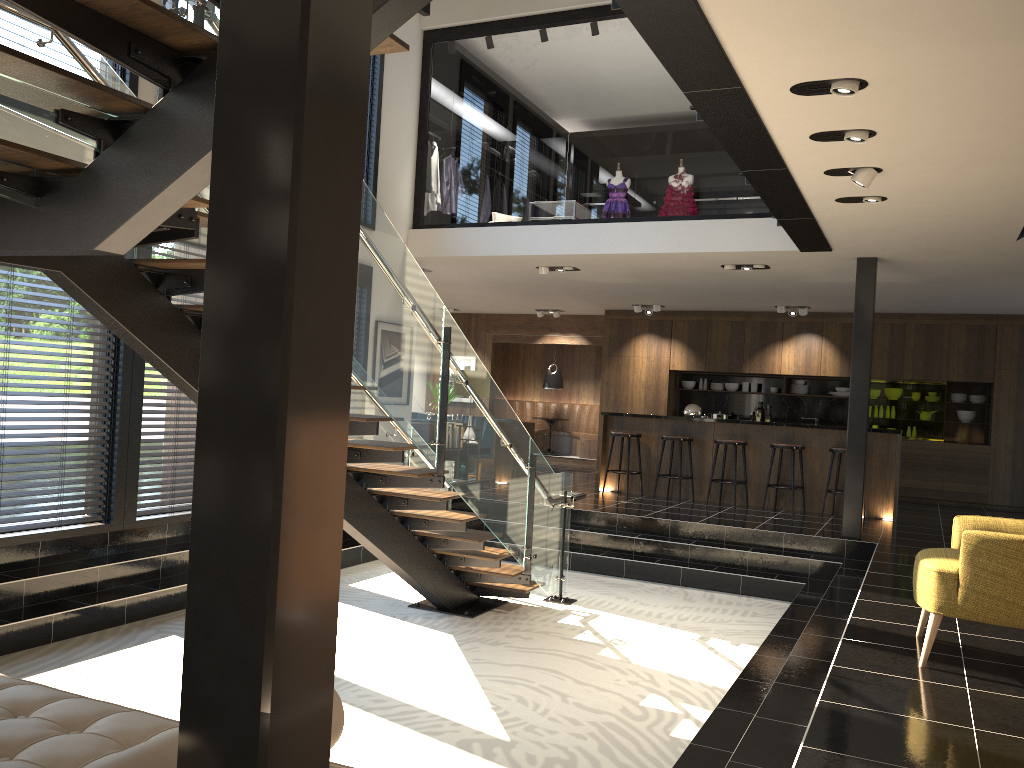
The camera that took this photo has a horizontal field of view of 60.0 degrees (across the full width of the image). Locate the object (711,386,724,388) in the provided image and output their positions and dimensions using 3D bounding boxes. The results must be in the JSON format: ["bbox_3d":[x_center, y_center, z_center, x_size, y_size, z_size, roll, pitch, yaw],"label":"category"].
[{"bbox_3d":[3.360,0.062,14.508,0.220,0.033,0.220,3,-1,22],"label":"object"}]

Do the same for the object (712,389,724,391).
[{"bbox_3d":[3.358,0.098,14.508,0.220,0.033,0.220,3,-1,22],"label":"object"}]

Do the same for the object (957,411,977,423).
[{"bbox_3d":[6.651,0.481,12.976,0.264,0.170,0.264,3,-1,0],"label":"object"}]

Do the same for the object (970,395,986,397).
[{"bbox_3d":[6.785,0.185,12.910,0.220,0.033,0.220,3,-1,8],"label":"object"}]

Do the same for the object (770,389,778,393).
[{"bbox_3d":[4.180,0.116,14.134,0.122,0.072,0.122,4,-1,-40],"label":"object"}]

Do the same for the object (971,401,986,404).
[{"bbox_3d":[6.780,0.267,12.910,0.220,0.033,0.220,3,-1,8],"label":"object"}]

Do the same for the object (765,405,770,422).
[{"bbox_3d":[4.111,0.542,14.255,0.077,0.395,0.077,3,0,-23],"label":"object"}]

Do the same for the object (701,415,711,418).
[{"bbox_3d":[3.129,0.568,14.376,0.210,0.143,0.195,3,-1,-17],"label":"object"}]

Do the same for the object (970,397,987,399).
[{"bbox_3d":[6.783,0.219,12.910,0.220,0.033,0.220,3,-1,8],"label":"object"}]

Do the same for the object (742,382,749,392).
[{"bbox_3d":[3.769,0.050,14.301,0.109,0.161,0.109,3,0,7],"label":"object"}]

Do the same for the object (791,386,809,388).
[{"bbox_3d":[4.554,0.058,14.040,0.269,0.024,0.269,4,-1,-27],"label":"object"}]

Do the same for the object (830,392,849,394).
[{"bbox_3d":[5.124,0.153,13.697,0.438,0.039,0.438,4,-1,-29],"label":"object"}]

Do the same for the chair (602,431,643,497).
[{"bbox_3d":[1.427,1.013,11.264,0.412,0.799,0.413,3,0,34],"label":"chair"}]

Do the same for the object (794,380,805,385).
[{"bbox_3d":[4.555,-0.012,14.040,0.168,0.087,0.168,3,-1,45],"label":"object"}]

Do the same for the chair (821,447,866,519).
[{"bbox_3d":[3.816,1.135,10.148,0.412,0.799,0.413,3,0,34],"label":"chair"}]

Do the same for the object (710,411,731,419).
[{"bbox_3d":[3.315,0.547,14.162,0.300,0.218,0.278,4,-1,-32],"label":"object"}]

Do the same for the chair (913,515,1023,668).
[{"bbox_3d":[2.530,0.829,4.323,1.030,1.097,0.808,3,0,24],"label":"chair"}]

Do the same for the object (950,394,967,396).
[{"bbox_3d":[6.555,0.174,13.017,0.220,0.033,0.220,3,-1,35],"label":"object"}]

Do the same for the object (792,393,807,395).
[{"bbox_3d":[4.548,0.158,14.040,0.269,0.024,0.269,4,-1,-27],"label":"object"}]

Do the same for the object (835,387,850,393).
[{"bbox_3d":[5.125,0.105,13.699,0.254,0.088,0.254,4,-1,-40],"label":"object"}]

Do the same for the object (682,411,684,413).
[{"bbox_3d":[2.937,0.521,14.566,0.255,0.218,0.236,3,0,-17],"label":"object"}]

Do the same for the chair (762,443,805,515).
[{"bbox_3d":[3.219,1.104,10.427,0.412,0.799,0.413,3,0,34],"label":"chair"}]

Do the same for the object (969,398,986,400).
[{"bbox_3d":[6.783,0.232,12.910,0.220,0.033,0.220,3,-1,8],"label":"object"}]

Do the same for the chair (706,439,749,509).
[{"bbox_3d":[2.621,1.074,10.706,0.412,0.799,0.413,3,0,34],"label":"chair"}]

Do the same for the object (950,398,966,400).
[{"bbox_3d":[6.552,0.230,13.017,0.220,0.033,0.220,3,-1,35],"label":"object"}]

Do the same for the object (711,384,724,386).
[{"bbox_3d":[3.362,0.029,14.508,0.220,0.033,0.220,3,-1,22],"label":"object"}]

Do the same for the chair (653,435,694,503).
[{"bbox_3d":[2.024,1.044,10.985,0.412,0.799,0.413,3,0,34],"label":"chair"}]

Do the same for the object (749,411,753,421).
[{"bbox_3d":[3.869,0.584,14.354,0.057,0.287,0.058,3,0,38],"label":"object"}]

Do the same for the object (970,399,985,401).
[{"bbox_3d":[6.782,0.242,12.910,0.220,0.033,0.220,3,-1,8],"label":"object"}]

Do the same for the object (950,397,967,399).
[{"bbox_3d":[6.552,0.220,13.017,0.220,0.033,0.220,3,-1,35],"label":"object"}]

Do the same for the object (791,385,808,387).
[{"bbox_3d":[4.555,0.040,14.040,0.269,0.024,0.269,4,-1,-27],"label":"object"}]

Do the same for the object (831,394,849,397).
[{"bbox_3d":[5.123,0.180,13.697,0.438,0.039,0.438,4,-1,-29],"label":"object"}]

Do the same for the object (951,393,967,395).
[{"bbox_3d":[6.556,0.162,13.017,0.220,0.033,0.220,3,-1,35],"label":"object"}]

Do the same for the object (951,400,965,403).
[{"bbox_3d":[6.550,0.255,13.017,0.220,0.033,0.220,3,-1,35],"label":"object"}]

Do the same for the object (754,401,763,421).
[{"bbox_3d":[3.966,0.507,14.315,0.133,0.451,0.116,3,0,25],"label":"object"}]

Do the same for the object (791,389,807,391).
[{"bbox_3d":[4.551,0.103,14.040,0.269,0.024,0.269,4,-1,-27],"label":"object"}]

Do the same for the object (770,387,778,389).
[{"bbox_3d":[4.181,0.091,14.134,0.122,0.072,0.122,4,-1,-40],"label":"object"}]
